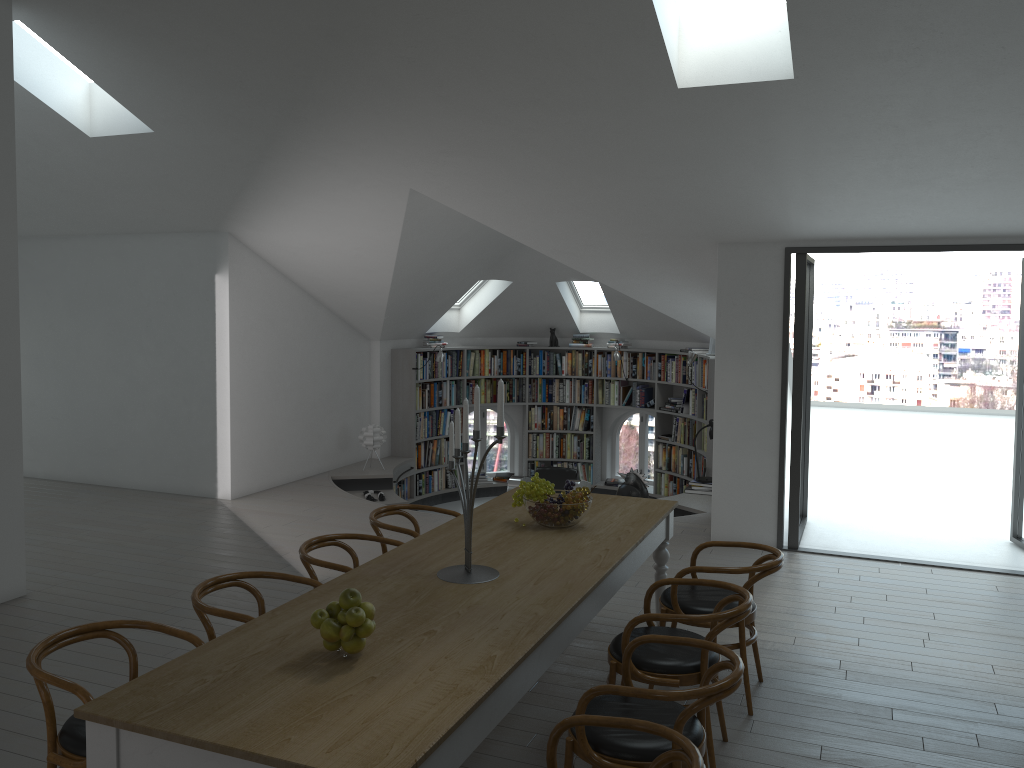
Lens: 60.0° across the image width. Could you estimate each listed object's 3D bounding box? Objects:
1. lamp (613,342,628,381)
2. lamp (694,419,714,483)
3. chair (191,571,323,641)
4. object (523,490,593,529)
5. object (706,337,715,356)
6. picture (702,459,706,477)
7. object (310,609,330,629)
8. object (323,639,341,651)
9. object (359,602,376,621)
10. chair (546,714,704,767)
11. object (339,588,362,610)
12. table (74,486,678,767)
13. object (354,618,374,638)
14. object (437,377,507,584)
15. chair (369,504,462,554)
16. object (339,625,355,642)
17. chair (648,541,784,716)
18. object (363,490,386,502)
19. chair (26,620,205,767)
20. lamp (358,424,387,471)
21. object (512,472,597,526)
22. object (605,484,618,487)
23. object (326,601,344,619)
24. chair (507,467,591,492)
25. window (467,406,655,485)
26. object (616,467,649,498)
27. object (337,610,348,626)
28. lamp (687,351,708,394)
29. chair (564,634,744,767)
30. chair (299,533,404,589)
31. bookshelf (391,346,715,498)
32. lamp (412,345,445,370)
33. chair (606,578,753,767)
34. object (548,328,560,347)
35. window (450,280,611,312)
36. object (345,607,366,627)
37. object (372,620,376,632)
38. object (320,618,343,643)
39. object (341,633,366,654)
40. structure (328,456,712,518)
[{"bbox_3d":[1.437,-0.281,11.713,0.113,0.565,0.358,2,4,29],"label":"lamp"},{"bbox_3d":[2.066,0.695,9.272,0.323,0.659,0.234,3,5,37],"label":"lamp"},{"bbox_3d":[-1.050,1.229,3.795,0.621,0.733,0.528,2,4,17],"label":"chair"},{"bbox_3d":[0.233,0.659,4.559,0.360,0.159,0.361,1,5,2],"label":"object"},{"bbox_3d":[2.379,-0.568,10.424,0.179,0.472,0.179,3,4,31],"label":"object"},{"bbox_3d":[2.145,1.324,10.044,0.090,0.861,0.579,1,4,12],"label":"picture"},{"bbox_3d":[-0.619,0.759,2.861,0.063,0.063,0.062,-1,4,-15],"label":"object"},{"bbox_3d":[-0.582,0.835,2.881,0.063,0.063,0.064,3,5,33],"label":"object"},{"bbox_3d":[-0.479,0.748,2.897,0.066,0.071,0.073,0,4,-9],"label":"object"},{"bbox_3d":[0.207,1.361,2.451,0.621,0.733,0.528,2,4,19],"label":"chair"},{"bbox_3d":[-0.527,0.701,2.884,0.072,0.074,0.072,2,5,22],"label":"object"},{"bbox_3d":[-0.131,1.196,3.863,1.019,0.797,3.354,2,5,22],"label":"table"},{"bbox_3d":[-0.474,0.782,2.840,0.062,0.059,0.062,3,5,26],"label":"object"},{"bbox_3d":[-0.177,0.379,3.654,0.265,0.873,0.776,0,4,-4],"label":"object"},{"bbox_3d":[-0.524,1.112,5.149,0.621,0.733,0.528,3,4,25],"label":"chair"},{"bbox_3d":[-0.522,0.789,2.807,0.051,0.053,0.053,2,4,14],"label":"object"},{"bbox_3d":[1.037,1.188,4.460,0.621,0.733,0.528,2,4,22],"label":"chair"},{"bbox_3d":[-1.502,1.220,9.655,0.218,0.082,0.474,-1,5,-15],"label":"object"},{"bbox_3d":[-1.386,1.284,3.152,0.621,0.733,0.528,2,4,25],"label":"chair"},{"bbox_3d":[-1.626,0.737,10.345,0.305,0.524,0.306,1,4,11],"label":"lamp"},{"bbox_3d":[0.216,0.594,4.578,0.394,0.284,0.293,-1,4,-14],"label":"object"},{"bbox_3d":[1.424,1.369,12.172,0.227,0.036,0.214,5,7,39],"label":"object"},{"bbox_3d":[-0.579,0.739,2.899,0.058,0.057,0.053,4,5,37],"label":"object"},{"bbox_3d":[0.436,1.366,10.277,0.823,0.718,0.742,2,5,17],"label":"chair"},{"bbox_3d":[0.700,0.834,12.442,3.231,1.149,0.618,1,4,8],"label":"window"},{"bbox_3d":[1.157,1.082,8.518,0.320,0.561,0.321,0,4,-5],"label":"object"},{"bbox_3d":[-0.534,0.752,2.848,0.053,0.050,0.053,0,4,-7],"label":"object"},{"bbox_3d":[2.156,-0.119,10.211,0.275,0.524,0.112,1,4,13],"label":"lamp"},{"bbox_3d":[0.489,1.304,3.116,0.621,0.733,0.528,2,4,25],"label":"chair"},{"bbox_3d":[-0.760,1.172,4.462,0.621,0.733,0.528,2,4,22],"label":"chair"},{"bbox_3d":[0.859,0.503,11.434,4.334,1.877,2.112,3,5,22],"label":"bookshelf"},{"bbox_3d":[-1.037,-0.332,11.087,0.414,0.311,0.117,2,4,19],"label":"lamp"},{"bbox_3d":[0.708,1.244,3.812,0.621,0.733,0.528,2,4,19],"label":"chair"},{"bbox_3d":[0.588,-0.646,12.267,0.147,0.264,0.202,2,4,19],"label":"object"},{"bbox_3d":[0.876,-1.263,11.330,4.056,0.712,1.935,3,5,22],"label":"window"},{"bbox_3d":[-0.497,0.740,2.811,0.062,0.059,0.062,2,5,23],"label":"object"},{"bbox_3d":[-0.480,0.800,2.924,0.060,0.056,0.059,2,5,17],"label":"object"},{"bbox_3d":[-0.574,0.785,2.827,0.076,0.076,0.077,0,4,-11],"label":"object"},{"bbox_3d":[-0.511,0.831,2.859,0.080,0.074,0.078,-1,5,-23],"label":"object"},{"bbox_3d":[0.331,1.377,10.205,4.710,0.692,4.718,-2,6,-23],"label":"structure"}]
